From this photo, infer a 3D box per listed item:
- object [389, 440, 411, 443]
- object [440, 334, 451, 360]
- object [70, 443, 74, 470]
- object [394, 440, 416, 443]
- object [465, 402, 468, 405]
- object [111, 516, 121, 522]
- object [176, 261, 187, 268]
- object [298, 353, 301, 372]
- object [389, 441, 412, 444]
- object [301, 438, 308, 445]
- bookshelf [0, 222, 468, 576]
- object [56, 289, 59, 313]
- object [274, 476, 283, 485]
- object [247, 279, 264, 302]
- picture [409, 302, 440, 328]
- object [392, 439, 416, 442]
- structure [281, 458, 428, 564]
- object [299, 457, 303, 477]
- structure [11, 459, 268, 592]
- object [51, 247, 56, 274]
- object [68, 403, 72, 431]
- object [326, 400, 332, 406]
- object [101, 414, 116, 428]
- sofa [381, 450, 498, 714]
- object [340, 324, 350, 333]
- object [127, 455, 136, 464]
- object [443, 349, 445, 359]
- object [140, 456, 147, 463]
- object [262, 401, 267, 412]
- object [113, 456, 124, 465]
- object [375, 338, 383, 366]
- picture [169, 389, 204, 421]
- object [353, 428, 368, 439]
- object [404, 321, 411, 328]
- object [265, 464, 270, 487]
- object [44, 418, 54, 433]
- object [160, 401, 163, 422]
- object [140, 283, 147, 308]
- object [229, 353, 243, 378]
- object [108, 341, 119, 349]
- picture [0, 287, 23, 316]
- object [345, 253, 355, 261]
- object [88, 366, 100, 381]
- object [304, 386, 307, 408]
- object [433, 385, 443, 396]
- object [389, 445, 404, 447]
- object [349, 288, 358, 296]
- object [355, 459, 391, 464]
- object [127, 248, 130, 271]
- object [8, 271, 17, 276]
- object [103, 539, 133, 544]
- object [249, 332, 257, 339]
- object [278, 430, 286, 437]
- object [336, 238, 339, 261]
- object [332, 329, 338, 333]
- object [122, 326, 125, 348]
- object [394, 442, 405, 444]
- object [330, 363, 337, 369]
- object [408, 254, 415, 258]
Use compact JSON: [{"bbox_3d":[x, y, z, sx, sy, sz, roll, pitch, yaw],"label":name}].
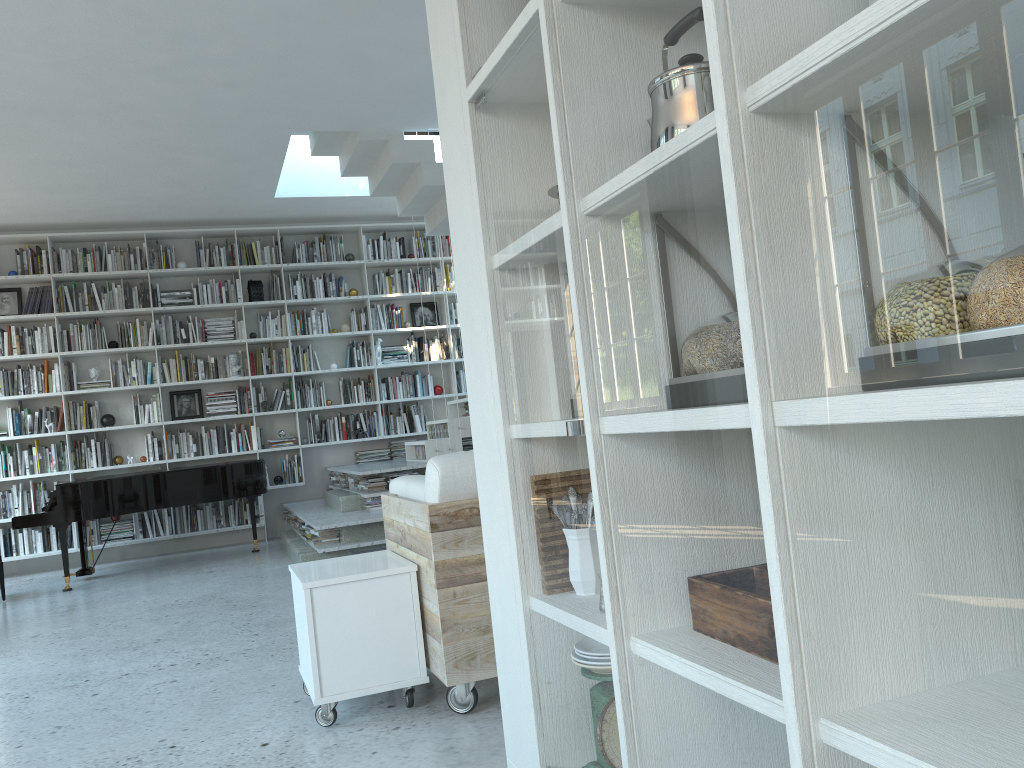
[{"bbox_3d":[-1.169,0.609,9.444,0.254,0.006,0.161,-5,-2,-18],"label":"object"},{"bbox_3d":[-0.708,-0.395,9.507,0.087,0.288,0.075,-7,-2,16],"label":"object"},{"bbox_3d":[-4.158,0.690,8.406,0.012,0.254,0.161,-6,-2,-19],"label":"object"},{"bbox_3d":[-1.169,0.614,9.446,0.285,0.005,0.159,-5,-2,-19],"label":"object"},{"bbox_3d":[-0.369,0.185,8.682,0.161,0.025,0.174,-6,-2,-15],"label":"object"},{"bbox_3d":[-3.779,1.269,8.456,0.086,0.087,0.086,-5,-2,-42],"label":"object"},{"bbox_3d":[-3.270,-1.164,8.782,0.104,0.106,0.105,-5,-2,-42],"label":"object"},{"bbox_3d":[-2.198,-0.210,9.136,0.013,0.208,0.140,-6,-2,-19],"label":"object"},{"bbox_3d":[-1.169,0.620,9.445,0.254,0.006,0.161,-5,-2,-19],"label":"object"},{"bbox_3d":[-2.123,0.586,9.087,0.071,0.072,0.071,-7,-2,29],"label":"object"},{"bbox_3d":[-2.826,0.043,8.837,6.294,3.141,0.330,-5,-2,-19],"label":"bookshelf"},{"bbox_3d":[-4.317,-0.769,8.445,0.012,0.254,0.161,-6,-2,-19],"label":"object"},{"bbox_3d":[-2.342,0.966,8.888,0.093,0.094,0.093,-7,-2,29],"label":"object"},{"bbox_3d":[-2.592,-0.934,8.968,0.135,0.248,0.135,-5,-2,-29],"label":"object"},{"bbox_3d":[-0.948,-0.743,9.658,0.300,0.299,0.077,-6,-2,-19],"label":"picture"},{"bbox_3d":[-1.167,0.603,9.435,0.285,0.005,0.159,-6,-2,-14],"label":"object"},{"bbox_3d":[-0.625,1.012,8.093,2.898,0.659,3.115,-5,-2,-19],"label":"structure"},{"bbox_3d":[-2.138,0.865,9.001,0.011,0.260,0.142,-6,-2,-19],"label":"object"},{"bbox_3d":[-3.041,1.161,7.571,1.917,0.832,1.335,-5,-2,-19],"label":"structure"},{"bbox_3d":[-4.359,-1.149,8.456,0.012,0.285,0.159,-6,-2,-19],"label":"object"},{"bbox_3d":[-4.191,0.318,8.431,0.012,0.270,0.130,-6,-2,-19],"label":"object"},{"bbox_3d":[-1.901,0.198,9.193,0.071,0.072,0.071,-7,-2,29],"label":"object"},{"bbox_3d":[-3.871,0.354,8.501,0.134,0.135,0.134,-7,-2,29],"label":"object"},{"bbox_3d":[0.653,0.584,3.558,2.194,0.854,0.872,-5,-2,-19],"label":"sofa"},{"bbox_3d":[-1.752,-0.574,9.306,0.111,0.113,0.111,-5,-2,-42],"label":"object"},{"bbox_3d":[-3.646,0.718,8.496,0.060,0.095,0.078,-6,-2,-3],"label":"object"},{"bbox_3d":[-0.748,-0.350,9.637,0.022,0.211,0.179,-6,-2,-19],"label":"object"},{"bbox_3d":[-3.554,0.726,8.552,0.061,0.062,0.061,-7,-2,29],"label":"object"},{"bbox_3d":[-2.466,0.226,8.844,0.054,0.113,0.079,-6,-2,-21],"label":"object"},{"bbox_3d":[-3.780,0.734,8.519,0.091,0.092,0.091,-5,-2,-42],"label":"object"},{"bbox_3d":[-1.389,-0.331,9.248,0.087,0.288,0.075,-7,-2,16],"label":"object"},{"bbox_3d":[-3.232,0.210,8.806,0.300,0.299,0.077,-6,-2,-19],"label":"picture"},{"bbox_3d":[-1.563,0.508,9.129,0.160,0.114,0.065,-5,-2,-32],"label":"object"},{"bbox_3d":[-1.124,-0.625,9.497,0.091,0.092,0.091,-7,-2,29],"label":"object"},{"bbox_3d":[-2.450,0.910,8.830,0.053,0.224,0.046,-6,-2,-7],"label":"object"},{"bbox_3d":[-4.286,0.386,8.208,0.081,0.140,0.044,-5,-2,-36],"label":"object"},{"bbox_3d":[-3.435,0.273,8.700,0.017,0.216,0.103,-6,-2,-19],"label":"object"},{"bbox_3d":[-3.557,-0.847,8.558,0.075,0.254,0.075,-5,-2,-40],"label":"object"},{"bbox_3d":[-2.751,-0.180,8.797,0.138,0.244,0.137,-7,-2,36],"label":"object"},{"bbox_3d":[-3.839,-0.370,8.538,0.097,0.098,0.097,-7,-2,29],"label":"object"},{"bbox_3d":[-4.772,-0.754,8.335,0.300,0.299,0.077,-6,-2,-19],"label":"picture"},{"bbox_3d":[-1.697,-1.316,9.280,0.104,0.105,0.104,-7,-2,29],"label":"object"},{"bbox_3d":[-4.006,-0.098,8.505,0.095,0.157,0.121,-6,-2,-6],"label":"object"},{"bbox_3d":[-2.141,0.125,9.152,0.007,0.266,0.135,-6,-2,-19],"label":"object"},{"bbox_3d":[-0.801,0.072,9.568,0.115,0.116,0.115,-5,-2,-42],"label":"object"},{"bbox_3d":[-1.168,0.652,9.444,0.254,0.006,0.161,-5,-2,-19],"label":"object"},{"bbox_3d":[-1.659,-0.949,9.276,0.100,0.101,0.100,-5,-2,-42],"label":"object"},{"bbox_3d":[-1.463,0.817,9.318,0.345,0.007,0.193,-5,-2,-24],"label":"object"},{"bbox_3d":[-3.741,-1.189,8.669,0.010,0.246,0.157,-6,-2,-19],"label":"object"},{"bbox_3d":[-4.670,-1.020,8.300,0.082,0.083,0.082,-5,-2,-42],"label":"object"},{"bbox_3d":[-3.763,1.502,8.484,0.254,0.007,0.161,-6,-2,-16],"label":"object"},{"bbox_3d":[-2.600,-0.482,8.906,0.071,0.072,0.071,-7,-2,29],"label":"object"},{"bbox_3d":[-2.319,0.500,8.940,0.071,0.072,0.071,-7,-2,29],"label":"object"},{"bbox_3d":[-1.846,-1.395,9.337,0.006,0.297,0.129,-6,-2,-19],"label":"object"},{"bbox_3d":[-1.850,-0.544,9.245,0.068,0.068,0.068,-5,-2,-42],"label":"object"},{"bbox_3d":[-3.768,-0.440,8.621,0.010,0.225,0.142,-6,-2,-19],"label":"object"},{"bbox_3d":[-1.168,0.625,9.445,0.254,0.006,0.161,-5,-2,-19],"label":"object"},{"bbox_3d":[-1.848,-0.178,9.199,0.071,0.072,0.071,-7,-2,29],"label":"object"},{"bbox_3d":[-1.080,-1.358,9.495,0.071,0.072,0.071,-7,-2,29],"label":"object"}]
